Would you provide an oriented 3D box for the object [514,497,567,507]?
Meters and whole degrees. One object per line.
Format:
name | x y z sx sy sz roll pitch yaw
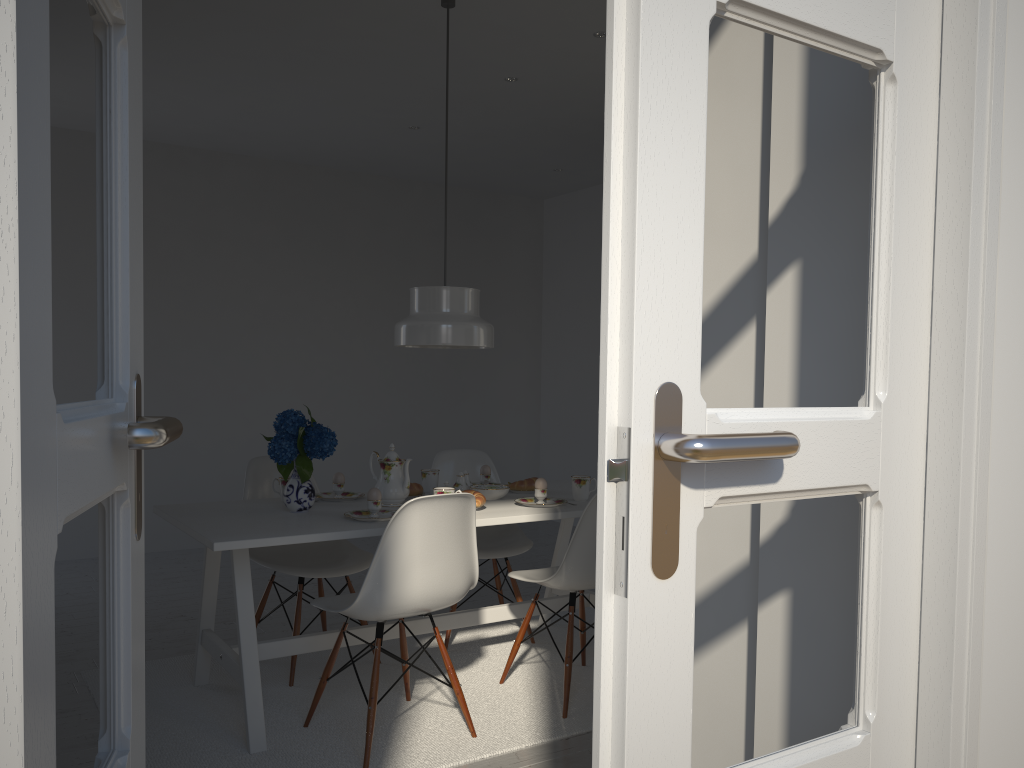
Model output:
object | 0.109 0.447 3.335 0.201 0.016 0.200 1 0 12

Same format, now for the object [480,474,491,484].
object | -0.114 0.414 3.790 0.048 0.057 0.048 1 2 7

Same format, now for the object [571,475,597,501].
object | 0.273 0.409 3.461 0.091 0.095 0.078 2 2 43

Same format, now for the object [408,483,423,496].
object | -0.423 0.409 3.470 0.161 0.058 0.124 1 1 -18

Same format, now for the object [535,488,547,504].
object | 0.109 0.421 3.334 0.048 0.057 0.048 1 2 7

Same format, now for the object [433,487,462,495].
object | -0.228 0.405 3.039 0.091 0.095 0.078 0 2 -35

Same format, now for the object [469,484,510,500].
object | -0.088 0.422 3.468 0.158 0.058 0.158 0 1 -43

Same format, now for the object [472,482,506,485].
object | -0.115 0.441 3.792 0.201 0.016 0.200 1 0 -18

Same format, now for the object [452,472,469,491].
object | -0.203 0.398 3.517 0.065 0.102 0.069 0 2 -33

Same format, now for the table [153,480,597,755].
table | -0.305 0.779 3.350 1.825 0.661 0.813 0 1 -33

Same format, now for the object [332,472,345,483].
object | -0.667 0.371 3.412 0.048 0.063 0.048 0 2 -29

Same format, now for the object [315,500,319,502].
object | -0.760 0.436 3.358 0.032 0.011 0.139 0 1 -30

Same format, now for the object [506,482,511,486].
object | 0.023 0.434 3.721 0.109 0.036 0.070 1 1 15

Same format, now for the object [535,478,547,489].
object | 0.109 0.383 3.332 0.048 0.063 0.048 0 2 -29

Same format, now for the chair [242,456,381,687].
chair | -0.819 0.700 3.503 0.465 0.802 0.542 -1 3 -44

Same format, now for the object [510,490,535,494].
object | 0.051 0.444 3.703 0.158 0.016 0.158 1 0 27

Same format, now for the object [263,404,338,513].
object | -0.732 0.257 3.057 0.236 0.377 0.265 0 2 -31

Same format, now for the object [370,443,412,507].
object | -0.447 0.332 3.260 0.140 0.231 0.149 0 2 -15

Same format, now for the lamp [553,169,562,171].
lamp | 0.317 -1.484 6.104 0.064 0.030 0.064 2 1 44

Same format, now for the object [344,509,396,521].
object | -0.460 0.441 2.962 0.201 0.016 0.200 1 0 -28

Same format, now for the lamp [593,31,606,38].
lamp | 0.370 -1.466 3.690 0.064 0.030 0.064 2 1 44

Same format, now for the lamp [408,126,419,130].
lamp | -0.566 -1.490 5.117 0.064 0.030 0.064 2 1 44

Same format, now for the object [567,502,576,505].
object | 0.205 0.450 3.395 0.032 0.011 0.139 0 1 -37

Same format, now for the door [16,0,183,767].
door | -0.455 -0.038 0.925 0.156 2.330 0.601 0 3 -13

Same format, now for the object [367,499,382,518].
object | -0.460 0.415 2.961 0.048 0.057 0.048 1 2 7

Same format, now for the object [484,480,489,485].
object | -0.113 0.404 3.520 0.031 0.032 0.138 1 1 11

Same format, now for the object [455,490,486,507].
object | -0.167 0.415 3.209 0.161 0.058 0.124 1 1 22

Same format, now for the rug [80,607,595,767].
rug | -0.272 1.111 3.389 2.309 0.004 1.425 1 0 -33

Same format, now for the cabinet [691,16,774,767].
cabinet | 0.917 0.090 2.196 1.377 2.100 0.512 0 3 -33

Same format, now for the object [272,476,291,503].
object | -0.830 0.394 3.284 0.091 0.095 0.078 0 2 -40

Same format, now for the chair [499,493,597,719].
chair | 0.258 0.719 3.186 0.465 0.802 0.542 -1 2 -34

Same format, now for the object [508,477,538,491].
object | 0.063 0.415 3.688 0.124 0.058 0.160 1 1 22

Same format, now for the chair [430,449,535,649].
chair | -0.164 0.707 3.924 0.465 0.802 0.541 0 2 -19

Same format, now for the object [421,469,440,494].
object | -0.334 0.399 3.628 0.078 0.095 0.091 1 2 3

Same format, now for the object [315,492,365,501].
object | -0.668 0.435 3.416 0.201 0.016 0.200 1 0 -28

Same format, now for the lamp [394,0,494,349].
lamp | -0.245 -0.801 3.302 0.373 1.325 0.373 1 2 -2

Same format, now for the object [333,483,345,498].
object | -0.667 0.409 3.414 0.048 0.057 0.048 1 2 7

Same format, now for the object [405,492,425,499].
object | -0.421 0.438 3.489 0.158 0.016 0.158 1 0 -23

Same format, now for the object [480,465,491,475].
object | -0.113 0.376 3.788 0.048 0.063 0.048 0 2 -29

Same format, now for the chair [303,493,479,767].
chair | -0.361 0.712 2.780 0.465 0.802 0.542 -1 3 -39

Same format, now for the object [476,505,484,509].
object | -0.180 0.444 3.199 0.158 0.016 0.158 1 0 27

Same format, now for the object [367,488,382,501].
object | -0.460 0.377 2.960 0.048 0.063 0.048 0 2 -29

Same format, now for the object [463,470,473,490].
object | -0.191 0.398 3.583 0.065 0.102 0.069 0 2 -33

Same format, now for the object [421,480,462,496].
object | -0.251 0.408 3.374 0.140 0.084 0.186 0 1 -33

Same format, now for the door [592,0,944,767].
door | 0.358 -0.027 1.118 0.602 2.330 0.156 -1 3 -33

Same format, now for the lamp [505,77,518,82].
lamp | -0.004 -1.476 4.261 0.064 0.030 0.064 2 1 44
